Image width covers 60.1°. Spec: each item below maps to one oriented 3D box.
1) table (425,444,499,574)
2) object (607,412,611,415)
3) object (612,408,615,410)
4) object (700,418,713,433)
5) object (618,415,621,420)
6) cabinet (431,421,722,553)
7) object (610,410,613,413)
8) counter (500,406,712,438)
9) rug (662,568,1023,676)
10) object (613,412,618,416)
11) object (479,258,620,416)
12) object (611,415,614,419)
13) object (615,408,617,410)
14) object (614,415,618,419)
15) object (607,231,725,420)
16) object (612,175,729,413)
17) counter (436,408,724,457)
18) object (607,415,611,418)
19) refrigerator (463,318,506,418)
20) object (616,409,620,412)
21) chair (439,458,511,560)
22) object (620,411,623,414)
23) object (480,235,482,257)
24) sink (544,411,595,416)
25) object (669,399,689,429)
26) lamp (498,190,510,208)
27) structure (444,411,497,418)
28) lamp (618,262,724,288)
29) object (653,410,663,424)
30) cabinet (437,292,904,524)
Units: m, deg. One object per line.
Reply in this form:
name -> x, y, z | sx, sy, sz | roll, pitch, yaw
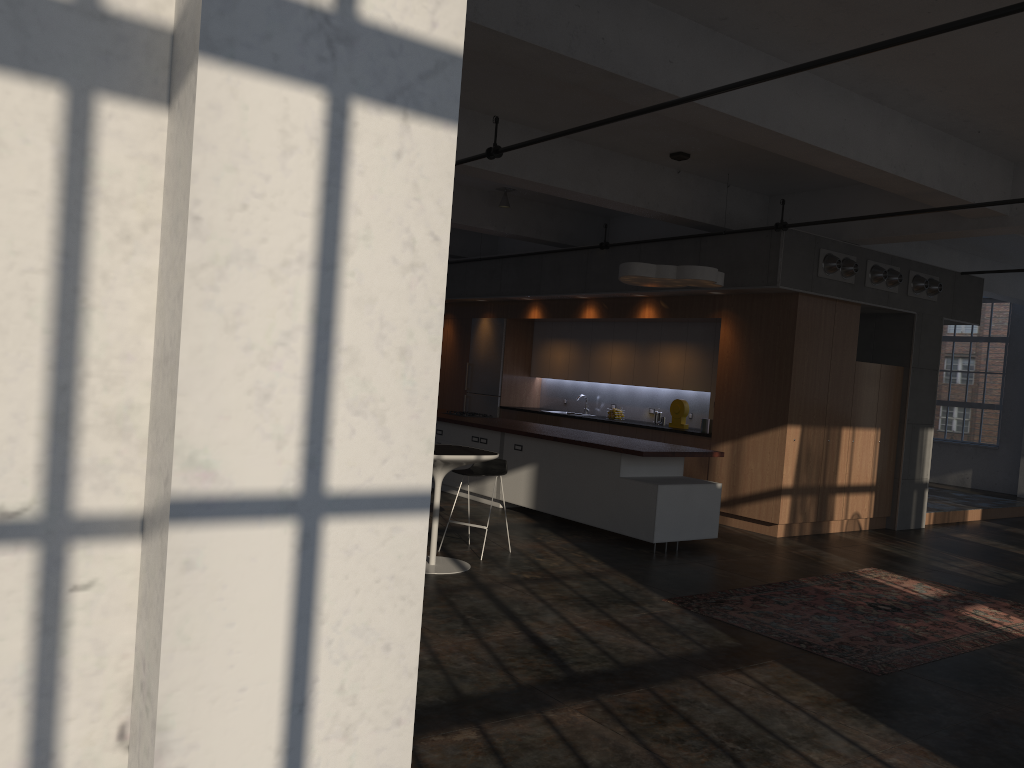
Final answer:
table -> -0.614, 1.004, 7.185 | 0.846, 0.952, 0.811 | 3, 2, -37
object -> 0.457, -0.755, 13.118 | 2.369, 2.229, 0.054 | 5, 2, 28
object -> 1.461, 0.373, 12.666 | 0.059, 0.060, 0.050 | 4, 2, -2
object -> 2.424, 0.516, 10.931 | 0.189, 0.170, 0.192 | 5, 1, 12
object -> 1.516, 0.477, 12.573 | 0.073, 0.063, 0.064 | 5, 1, 19
cabinet -> 0.081, 1.023, 10.810 | 0.942, 0.930, 5.526 | 3, 1, -36
object -> -0.848, -0.884, 14.892 | 0.054, 2.170, 6.718 | 2, 2, -45
counter -> 1.750, 0.538, 12.829 | 1.641, 0.039, 4.364 | 4, 1, -37
rug -> 2.794, 1.730, 6.824 | 2.945, 0.029, 1.815 | 4, 1, -37
object -> -0.613, -0.906, 17.836 | 0.063, 2.211, 11.621 | 4, 1, -22
object -> 1.507, 0.425, 12.557 | 0.053, 0.053, 0.061 | 4, 2, -30
object -> 1.426, 0.471, 12.558 | 0.052, 0.053, 0.062 | 6, 2, 41
object -> -1.692, -0.984, 16.093 | 0.060, 2.166, 9.686 | 2, 2, -43
object -> 1.474, 0.469, 12.527 | 0.052, 0.057, 0.060 | 4, 1, 0
object -> -0.934, 0.660, 18.547 | 0.966, 1.215, 12.951 | 4, 1, -25
object -> 1.446, 0.380, 12.532 | 0.058, 0.060, 0.052 | 4, 2, -14
counter -> -0.261, 0.959, 11.298 | 1.166, 0.972, 6.512 | 3, 1, -36
object -> 1.880, -0.606, 11.213 | 0.058, 2.311, 2.878 | 4, 1, -17
refrigerator -> -0.419, 0.025, 14.497 | 0.224, 2.192, 0.935 | 3, 2, -39
object -> 1.499, 0.380, 12.538 | 0.064, 0.051, 0.052 | 3, 2, -44
chair -> -0.299, 1.107, 7.826 | 0.455, 0.896, 0.514 | 5, 2, 30
object -> 1.545, 0.406, 12.597 | 0.053, 0.052, 0.062 | 5, 1, 12
object -> 1.453, 0.418, 12.569 | 0.051, 0.053, 0.064 | 4, 1, 1
sink -> 0.836, 0.533, 13.259 | 0.534, 0.192, 0.714 | 4, 1, -37
object -> 2.173, 0.387, 11.510 | 0.101, 0.381, 0.268 | 3, 2, -36
lamp -> -0.091, -2.414, 11.534 | 0.156, 0.216, 0.156 | 4, 2, 1
structure -> -0.592, 0.429, 12.147 | 0.523, 0.072, 0.626 | 4, 1, -37
lamp -> 1.653, -1.111, 9.189 | 1.072, 0.130, 1.014 | 5, 1, 9
object -> 2.016, 0.444, 12.171 | 0.061, 0.210, 0.141 | 3, 2, -36
cabinet -> 1.660, 0.100, 13.635 | 2.430, 2.564, 7.931 | 3, 1, -36
